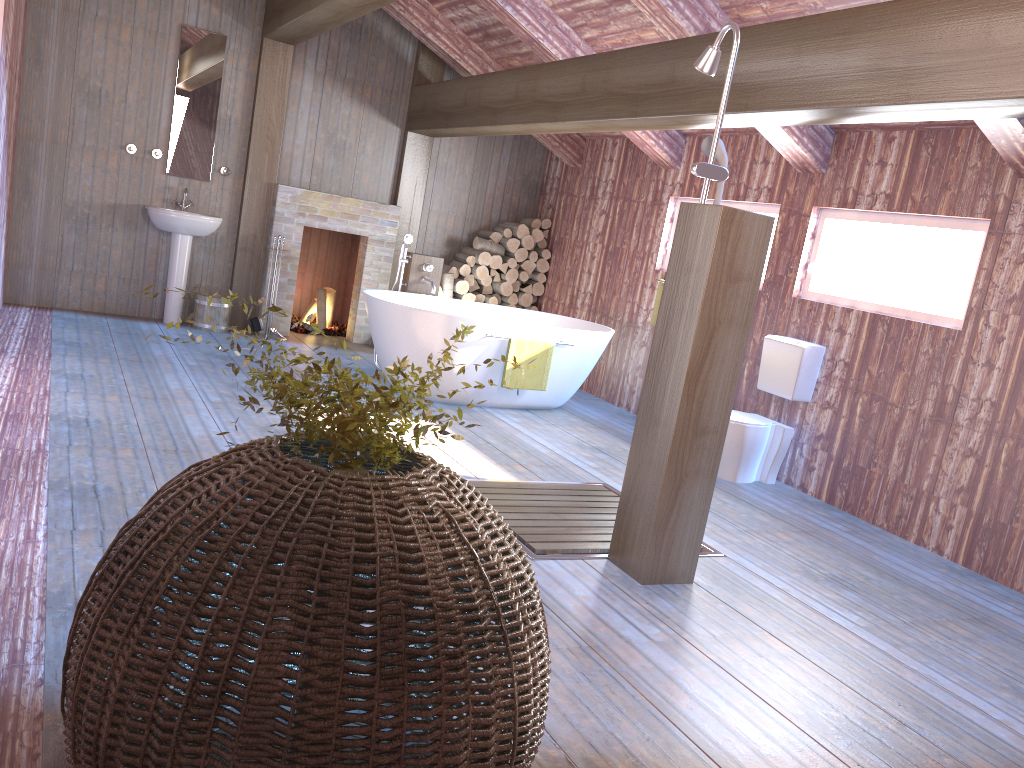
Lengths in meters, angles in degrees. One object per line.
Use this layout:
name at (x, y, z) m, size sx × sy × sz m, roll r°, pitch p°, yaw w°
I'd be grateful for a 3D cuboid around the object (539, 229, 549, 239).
object at (0.256, -1.504, 8.781) m, size 0.081 × 0.100 × 0.281 m, roll 5°, pitch 11°, yaw -28°

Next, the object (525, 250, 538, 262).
object at (0.117, -1.274, 8.709) m, size 0.089 × 0.106 × 0.437 m, roll 5°, pitch 11°, yaw -27°

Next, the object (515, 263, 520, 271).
object at (-0.025, -1.146, 8.646) m, size 0.095 × 0.090 × 0.278 m, roll 5°, pitch 11°, yaw -27°

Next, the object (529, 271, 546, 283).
object at (0.196, -1.081, 8.801) m, size 0.102 × 0.109 × 0.438 m, roll 5°, pitch 11°, yaw -28°

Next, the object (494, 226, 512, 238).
object at (-0.086, -1.463, 8.545) m, size 0.094 × 0.097 × 0.227 m, roll 5°, pitch 11°, yaw -27°

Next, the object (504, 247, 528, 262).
object at (-0.009, -1.273, 8.647) m, size 0.143 × 0.151 × 0.440 m, roll 5°, pitch 11°, yaw -28°

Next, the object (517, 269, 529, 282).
object at (0.023, -1.087, 8.709) m, size 0.102 × 0.109 × 0.438 m, roll 5°, pitch 11°, yaw -28°

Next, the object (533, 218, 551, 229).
object at (0.274, -1.583, 8.752) m, size 0.112 × 0.113 × 0.271 m, roll 5°, pitch 11°, yaw -28°

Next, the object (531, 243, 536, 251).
object at (0.106, -1.376, 8.794) m, size 0.132 × 0.119 × 0.319 m, roll 5°, pitch 11°, yaw -27°

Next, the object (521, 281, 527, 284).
object at (0.083, -1.034, 8.742) m, size 0.067 × 0.069 × 0.177 m, roll 5°, pitch 11°, yaw -28°

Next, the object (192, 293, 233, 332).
object at (-2.545, -0.606, 7.534) m, size 0.309 × 0.290 × 0.308 m, roll 7°, pitch 10°, yaw -18°

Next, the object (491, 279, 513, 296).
object at (-0.154, -0.959, 8.653) m, size 0.141 × 0.143 × 0.437 m, roll 5°, pitch 11°, yaw -30°

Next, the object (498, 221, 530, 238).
object at (0.013, -1.499, 8.619) m, size 0.135 × 0.139 × 0.456 m, roll 5°, pitch 11°, yaw -27°

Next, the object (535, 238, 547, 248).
object at (0.238, -1.407, 8.780) m, size 0.107 × 0.115 × 0.269 m, roll 5°, pitch 11°, yaw -27°

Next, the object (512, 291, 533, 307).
object at (0.040, -0.863, 8.787) m, size 0.137 × 0.133 × 0.437 m, roll 5°, pitch 11°, yaw -30°

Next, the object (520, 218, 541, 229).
object at (0.177, -1.569, 8.704) m, size 0.104 × 0.121 × 0.270 m, roll 5°, pitch 11°, yaw -27°

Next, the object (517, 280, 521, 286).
object at (0.025, -1.002, 8.719) m, size 0.065 × 0.069 × 0.177 m, roll 5°, pitch 11°, yaw -29°

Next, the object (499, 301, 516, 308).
object at (-0.073, -0.750, 8.716) m, size 0.116 × 0.117 × 0.289 m, roll 5°, pitch 11°, yaw -30°

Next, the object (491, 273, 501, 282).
object at (-0.196, -1.054, 8.611) m, size 0.085 × 0.096 × 0.280 m, roll 5°, pitch 11°, yaw -27°

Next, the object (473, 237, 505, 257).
object at (-0.219, -1.299, 8.413) m, size 0.302 × 0.157 × 0.121 m, roll 5°, pitch 11°, yaw -27°

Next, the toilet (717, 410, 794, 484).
toilet at (1.402, 0.392, 5.549) m, size 0.534 × 0.400 × 0.375 m, roll 5°, pitch 11°, yaw -27°

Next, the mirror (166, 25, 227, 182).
mirror at (-2.607, -2.301, 7.327) m, size 0.350 × 1.199 × 0.009 m, roll 5°, pitch 11°, yaw -28°

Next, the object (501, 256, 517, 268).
object at (-0.090, -1.202, 8.618) m, size 0.102 × 0.109 × 0.438 m, roll 5°, pitch 11°, yaw -28°

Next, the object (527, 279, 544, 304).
object at (0.153, -0.923, 8.832) m, size 0.137 × 0.256 × 0.439 m, roll 5°, pitch 11°, yaw -28°

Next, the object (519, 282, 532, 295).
object at (0.065, -0.975, 8.762) m, size 0.115 × 0.112 × 0.423 m, roll 5°, pitch 11°, yaw -28°

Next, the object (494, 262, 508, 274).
object at (-0.181, -1.140, 8.588) m, size 0.109 × 0.124 × 0.424 m, roll 5°, pitch 11°, yaw -29°

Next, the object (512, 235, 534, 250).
object at (0.050, -1.402, 8.643) m, size 0.141 × 0.143 × 0.437 m, roll 5°, pitch 11°, yaw -30°

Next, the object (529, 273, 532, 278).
object at (0.122, -1.096, 8.811) m, size 0.088 × 0.092 × 0.280 m, roll 5°, pitch 11°, yaw -27°

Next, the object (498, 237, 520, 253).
object at (-0.087, -1.371, 8.601) m, size 0.139 × 0.148 × 0.458 m, roll 5°, pitch 11°, yaw -28°

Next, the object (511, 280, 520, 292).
object at (-0.040, -0.982, 8.690) m, size 0.111 × 0.118 × 0.302 m, roll 5°, pitch 11°, yaw -29°

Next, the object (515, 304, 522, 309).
object at (-0.031, -0.772, 8.881) m, size 0.118 × 0.106 × 0.319 m, roll 5°, pitch 11°, yaw -30°

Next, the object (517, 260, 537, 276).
object at (0.055, -1.170, 8.739) m, size 0.172 × 0.151 × 0.482 m, roll 5°, pitch 11°, yaw -27°

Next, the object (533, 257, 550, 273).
object at (0.207, -1.198, 8.781) m, size 0.147 × 0.152 × 0.439 m, roll 5°, pitch 11°, yaw -28°

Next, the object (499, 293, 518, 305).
object at (-0.058, -0.856, 8.702) m, size 0.114 × 0.113 × 0.301 m, roll 5°, pitch 11°, yaw -30°

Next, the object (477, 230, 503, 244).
object at (-0.221, -1.425, 8.608) m, size 0.140 × 0.121 × 0.319 m, roll 5°, pitch 11°, yaw -27°

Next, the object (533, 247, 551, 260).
object at (0.240, -1.306, 8.765) m, size 0.102 × 0.109 × 0.438 m, roll 5°, pitch 11°, yaw -28°

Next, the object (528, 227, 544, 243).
object at (0.149, -1.472, 8.699) m, size 0.133 × 0.142 × 0.456 m, roll 5°, pitch 11°, yaw -27°

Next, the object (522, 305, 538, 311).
object at (0.105, -0.746, 8.867) m, size 0.139 × 0.137 × 0.455 m, roll 5°, pitch 11°, yaw -30°

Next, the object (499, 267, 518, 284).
object at (-0.095, -1.076, 8.654) m, size 0.136 × 0.157 × 0.439 m, roll 5°, pitch 11°, yaw -27°

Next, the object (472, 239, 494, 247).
object at (-0.282, -1.347, 8.596) m, size 0.113 × 0.130 × 0.291 m, roll 5°, pitch 11°, yaw -27°
